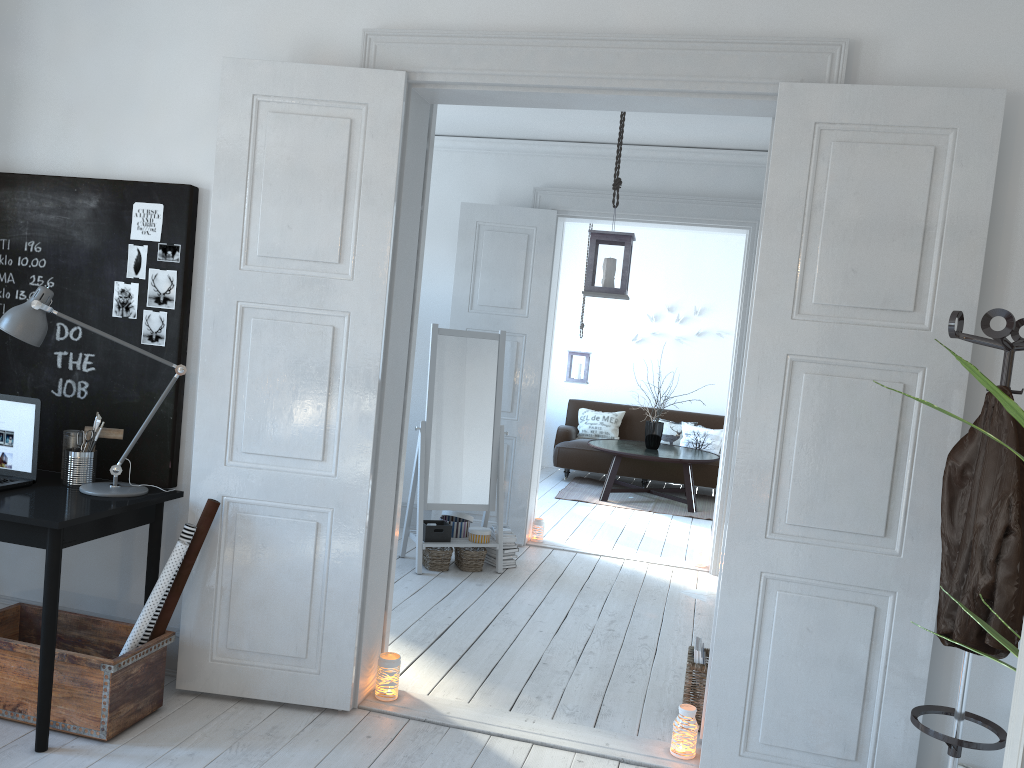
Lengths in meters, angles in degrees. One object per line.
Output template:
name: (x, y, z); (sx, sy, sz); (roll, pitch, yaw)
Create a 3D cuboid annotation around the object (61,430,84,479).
object: (-1.664, 0.272, 3.363); (0.079, 0.188, 0.078); (5, 4, -8)

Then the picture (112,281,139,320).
picture: (-1.496, -0.324, 3.433); (0.107, 0.150, 0.001); (6, 4, 13)

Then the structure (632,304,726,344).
structure: (1.864, -0.644, 9.854); (1.025, 0.479, 0.085); (6, 4, 13)

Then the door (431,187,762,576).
door: (0.859, -0.032, 6.171); (2.597, 2.508, 0.577); (6, 4, 13)

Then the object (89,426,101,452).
object: (-1.562, 0.262, 3.271); (0.009, 0.222, 0.082); (9, 5, 42)

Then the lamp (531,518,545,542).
lamp: (0.188, 1.054, 6.402); (0.089, 0.166, 0.089); (6, 4, 12)

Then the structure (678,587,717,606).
structure: (1.890, 0.031, 5.377); (1.248, 2.831, 0.799); (3, 5, -32)

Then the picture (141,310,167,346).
picture: (-1.376, -0.218, 3.411); (0.103, 0.136, 0.001); (6, 4, 13)

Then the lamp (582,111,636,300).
lamp: (0.566, -1.320, 4.463); (0.228, 1.764, 0.228); (6, 4, 9)

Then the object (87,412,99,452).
object: (-1.564, 0.236, 3.280); (0.008, 0.268, 0.060); (8, 5, 29)

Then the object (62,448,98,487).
object: (-1.596, 0.308, 3.275); (0.108, 0.129, 0.108); (8, 4, 28)

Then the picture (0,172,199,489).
picture: (-1.727, -0.225, 3.523); (0.952, 1.173, 0.063); (6, 4, 13)

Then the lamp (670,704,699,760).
lamp: (0.627, 1.259, 3.214); (0.093, 0.180, 0.092); (5, 4, -4)

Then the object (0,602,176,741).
object: (-1.584, 1.002, 3.111); (0.664, 0.283, 0.339); (6, 3, 13)

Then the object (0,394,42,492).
object: (-1.943, 0.191, 3.068); (0.445, 0.316, 0.325); (6, 4, 13)

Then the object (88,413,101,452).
object: (-1.560, 0.240, 3.279); (0.062, 0.264, 0.012); (3, 5, -35)

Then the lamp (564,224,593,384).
lamp: (0.735, -0.887, 8.850); (0.228, 1.764, 0.228); (6, 4, 9)

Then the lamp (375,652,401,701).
lamp: (-0.483, 1.140, 3.454); (0.089, 0.166, 0.089); (6, 4, 5)

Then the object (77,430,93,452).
object: (-1.600, 0.266, 3.285); (0.081, 0.198, 0.050); (9, 5, 38)

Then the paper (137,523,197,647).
paper: (-1.271, 0.823, 3.122); (0.266, 0.670, 0.043); (3, 5, -32)

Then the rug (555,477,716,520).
rug: (1.353, 1.112, 8.796); (1.709, 0.055, 1.455); (6, 3, 13)

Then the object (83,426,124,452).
object: (-1.535, 0.268, 3.314); (0.138, 0.209, 0.034); (5, 4, -7)

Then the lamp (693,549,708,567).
lamp: (1.303, 1.207, 6.139); (0.093, 0.110, 0.093); (8, 4, 30)

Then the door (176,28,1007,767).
door: (0.177, 0.053, 3.237); (2.597, 2.508, 0.577); (6, 4, 13)

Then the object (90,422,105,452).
object: (-1.551, 0.254, 3.262); (0.084, 0.240, 0.009); (5, 4, -10)

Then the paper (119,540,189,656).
paper: (-1.285, 0.842, 3.065); (0.283, 0.627, 0.041); (5, 4, -9)

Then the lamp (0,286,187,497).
lamp: (-1.498, 0.028, 3.171); (0.617, 0.717, 0.229); (5, 4, -16)

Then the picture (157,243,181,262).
picture: (-1.309, -0.503, 3.383); (0.095, 0.071, 0.001); (6, 4, 13)

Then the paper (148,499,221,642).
paper: (-1.225, 0.781, 3.181); (0.297, 0.748, 0.048); (3, 5, -32)

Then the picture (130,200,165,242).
picture: (-1.397, -0.627, 3.396); (0.147, 0.154, 0.004); (6, 4, 13)

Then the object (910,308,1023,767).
object: (1.328, 0.626, 2.543); (0.374, 1.660, 0.374); (7, 4, 20)

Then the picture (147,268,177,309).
picture: (-1.341, -0.367, 3.395); (0.121, 0.153, 0.002); (6, 4, 13)

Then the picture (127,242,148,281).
picture: (-1.444, -0.471, 3.415); (0.083, 0.146, 0.002); (6, 4, 13)
